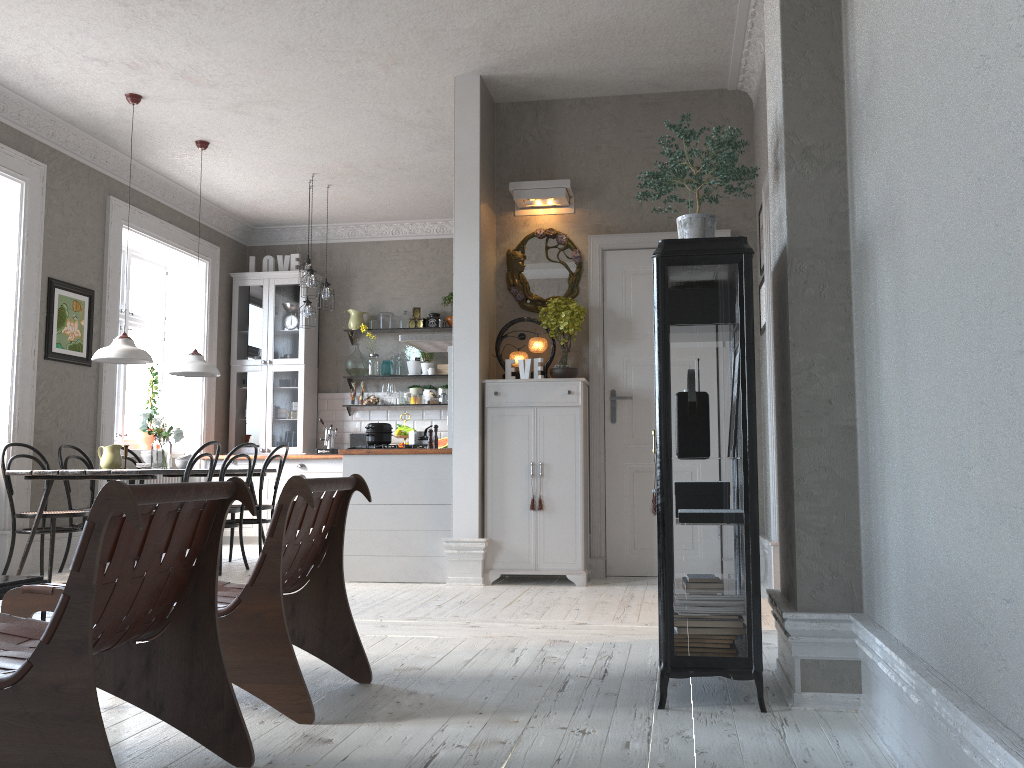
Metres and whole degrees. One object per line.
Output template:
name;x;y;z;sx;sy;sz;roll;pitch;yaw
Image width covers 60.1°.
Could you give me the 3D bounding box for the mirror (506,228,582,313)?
mirror;0.217;-0.786;6.085;0.529;0.593;0.071;-1;-5;8

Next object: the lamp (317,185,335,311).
lamp;-1.680;-1.537;8.058;0.147;1.735;0.146;0;-5;-4

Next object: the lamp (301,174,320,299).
lamp;-1.750;-1.615;7.755;0.149;1.735;0.144;3;-6;-34

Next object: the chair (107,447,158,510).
chair;-2.924;0.947;6.981;0.541;0.920;0.444;-2;-6;22

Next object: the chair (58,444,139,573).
chair;-3.032;0.903;6.504;0.547;0.920;0.440;-1;-5;7

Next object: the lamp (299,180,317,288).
lamp;-1.815;-1.729;7.937;0.147;1.735;0.146;0;-5;-4

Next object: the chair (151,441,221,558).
chair;-2.218;0.834;5.808;0.547;0.920;0.440;-1;-5;7

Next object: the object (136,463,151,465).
object;-2.687;0.609;6.639;0.233;0.027;0.242;-4;-6;32

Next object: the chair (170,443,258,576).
chair;-2.123;0.883;6.335;0.543;0.920;0.443;-2;-6;17

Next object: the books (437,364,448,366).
books;-0.619;-0.190;9.120;0.258;0.011;0.159;-2;-5;15

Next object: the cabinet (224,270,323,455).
cabinet;-2.474;-0.186;9.245;0.874;1.921;0.390;-1;-5;9

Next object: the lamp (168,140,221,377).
lamp;-2.454;-0.991;6.931;0.375;1.858;0.384;-2;-6;17

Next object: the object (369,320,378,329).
object;-1.445;-0.608;9.277;0.102;0.111;0.104;-1;-5;9

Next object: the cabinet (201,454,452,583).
cabinet;-1.138;1.024;7.598;2.028;0.854;4.111;3;-6;-34

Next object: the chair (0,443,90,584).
chair;-3.131;0.852;5.956;0.543;0.920;0.443;-2;-6;17

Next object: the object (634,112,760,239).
object;0.653;-0.696;3.126;0.408;0.506;0.404;-3;-6;25

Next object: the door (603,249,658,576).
door;0.991;0.171;5.887;0.747;2.183;0.080;-1;-5;8

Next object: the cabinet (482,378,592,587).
cabinet;0.165;0.627;5.732;0.662;1.297;0.386;-1;-5;9

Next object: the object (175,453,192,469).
object;-2.466;0.580;6.652;0.122;0.119;0.130;-3;-6;25

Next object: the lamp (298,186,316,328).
lamp;-1.851;-1.375;8.072;0.149;1.735;0.144;2;-6;-24

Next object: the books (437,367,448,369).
books;-0.619;-0.158;9.117;0.258;0.011;0.159;-2;-5;15

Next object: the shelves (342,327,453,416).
shelves;-1.083;-0.107;9.174;1.308;0.923;0.230;-1;-5;8

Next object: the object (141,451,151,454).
object;-2.688;0.553;6.644;0.179;0.094;0.179;0;-5;0

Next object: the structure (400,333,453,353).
structure;-0.461;-1.101;7.287;0.708;1.595;0.716;-1;-5;9

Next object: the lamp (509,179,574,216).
lamp;0.205;-1.271;6.049;0.413;0.171;0.221;-1;-5;9

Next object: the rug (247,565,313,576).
rug;-1.329;1.357;6.617;0.731;0.014;1.297;-1;-5;10

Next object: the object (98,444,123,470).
object;-2.711;0.494;5.981;0.152;0.170;0.133;3;-6;-29

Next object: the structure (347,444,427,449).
structure;-0.801;0.440;6.128;0.493;0.031;0.609;-1;-5;10

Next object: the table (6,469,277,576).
table;-2.560;0.985;6.406;0.899;0.735;1.932;-1;-5;10

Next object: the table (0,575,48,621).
table;-2.478;0.899;3.102;0.844;0.303;1.318;-1;-5;10

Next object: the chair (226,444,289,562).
chair;-2.015;0.927;6.809;0.547;0.920;0.440;-1;-5;7

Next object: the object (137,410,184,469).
object;-2.438;0.386;6.159;0.310;0.414;0.253;-1;-5;7

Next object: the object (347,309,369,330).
object;-1.613;-0.663;9.248;0.188;0.216;0.176;-2;-6;23

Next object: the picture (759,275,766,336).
picture;1.576;-0.501;5.541;0.014;0.331;0.492;-1;-5;11

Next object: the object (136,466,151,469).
object;-2.687;0.626;6.637;0.233;0.027;0.241;-3;-6;27

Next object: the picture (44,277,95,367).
picture;-3.396;-0.464;6.819;0.020;0.619;0.524;-1;-5;11

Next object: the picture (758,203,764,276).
picture;1.576;-0.914;5.577;0.012;0.416;0.284;-1;-5;11

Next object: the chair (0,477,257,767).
chair;-1.184;0.582;2.056;1.010;0.721;0.511;-1;-5;9

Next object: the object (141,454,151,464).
object;-2.688;0.573;6.642;0.179;0.094;0.179;0;-5;0

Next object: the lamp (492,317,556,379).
lamp;0.088;-0.169;5.915;0.444;0.558;0.174;-2;-6;16

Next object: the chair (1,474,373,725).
chair;-1.025;0.660;2.900;1.010;0.721;0.511;-1;-5;9

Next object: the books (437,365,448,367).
books;-0.619;-0.179;9.119;0.258;0.016;0.160;-2;-6;18

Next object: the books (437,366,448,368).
books;-0.619;-0.169;9.118;0.257;0.016;0.160;-2;-6;21

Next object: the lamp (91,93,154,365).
lamp;-2.621;-1.072;6.050;0.387;1.858;0.371;5;-7;-43

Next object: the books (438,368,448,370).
books;-0.619;-0.147;9.116;0.259;0.011;0.159;-1;-5;12

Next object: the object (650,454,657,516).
object;0.533;0.377;3.312;0.041;0.234;0.044;4;-6;-34

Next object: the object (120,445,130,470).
object;-2.642;0.502;6.055;0.058;0.167;0.060;-2;-6;23

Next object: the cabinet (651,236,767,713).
cabinet;0.652;0.289;3.042;0.346;1.471;0.622;-1;-5;10

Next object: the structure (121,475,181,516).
structure;-3.328;0.980;7.978;0.148;0.428;1.229;-1;-5;9

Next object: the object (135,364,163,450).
object;-3.390;0.212;8.311;0.255;0.813;0.265;-4;-7;37
